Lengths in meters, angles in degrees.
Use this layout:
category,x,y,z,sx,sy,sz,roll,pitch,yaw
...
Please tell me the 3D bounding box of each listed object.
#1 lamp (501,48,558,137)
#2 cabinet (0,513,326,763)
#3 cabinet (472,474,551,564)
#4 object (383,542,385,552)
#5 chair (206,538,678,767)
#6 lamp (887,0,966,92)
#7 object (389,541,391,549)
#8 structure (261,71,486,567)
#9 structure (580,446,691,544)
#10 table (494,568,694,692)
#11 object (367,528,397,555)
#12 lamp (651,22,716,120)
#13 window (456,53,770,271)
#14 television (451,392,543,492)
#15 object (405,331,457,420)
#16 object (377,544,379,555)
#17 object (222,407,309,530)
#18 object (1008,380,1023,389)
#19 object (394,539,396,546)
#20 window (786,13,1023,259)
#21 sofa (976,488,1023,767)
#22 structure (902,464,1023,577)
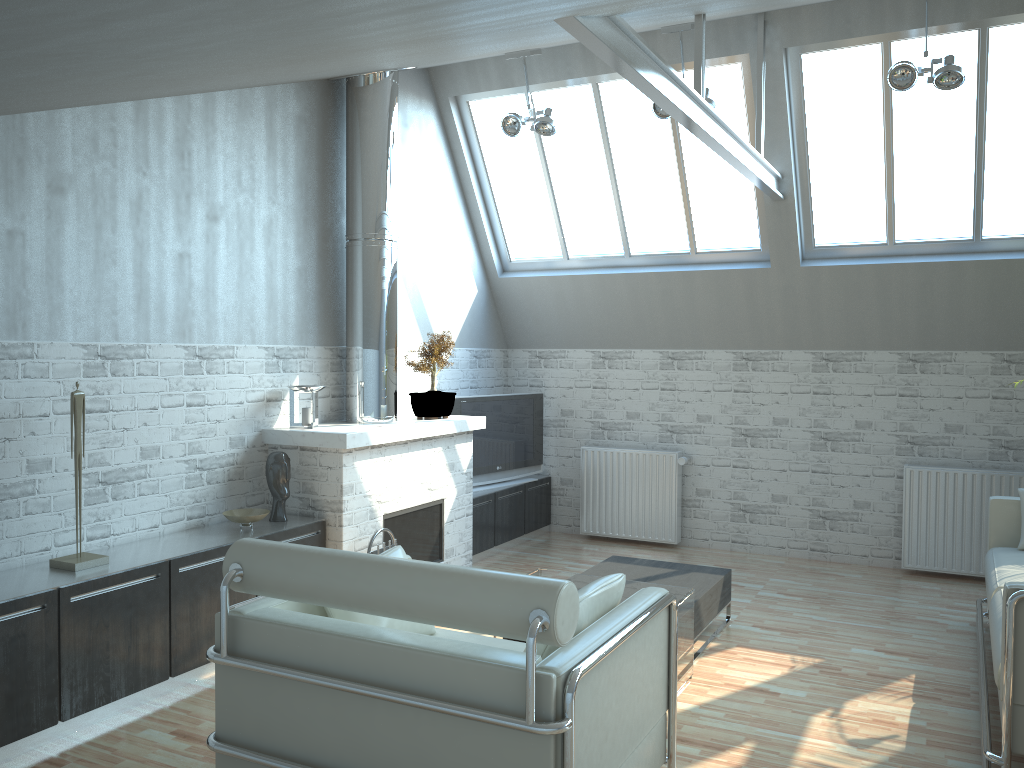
category,x,y,z,sx,sy,sz,roll,pitch,yaw
lamp,0.194,-4.062,12.321,0.808,1.172,0.619,2,2,31
cabinet,-3.611,2.260,8.521,0.914,1.270,4.572,1,2,27
cabinet,-0.431,2.196,14.779,0.908,1.016,3.234,1,2,27
object,-1.450,2.334,10.454,0.145,0.932,0.065,1,2,9
chair,-0.379,2.004,5.991,2.507,2.001,2.201,1,2,27
lamp,4.680,-3.951,10.033,0.808,1.172,0.618,2,2,31
object,-1.456,2.292,10.564,0.025,0.855,0.025,-1,3,-41
structure,-1.702,-0.791,11.786,1.309,7.180,3.302,1,2,27
structure,2.087,1.869,15.095,1.892,1.524,0.508,1,2,27
table,0.816,2.463,8.787,1.726,0.867,1.015,1,2,27
object,-1.552,2.276,10.561,0.412,1.124,0.584,1,2,27
lamp,2.163,-4.013,11.316,0.808,1.172,0.619,2,2,31
window,1.582,-3.307,13.867,4.651,2.787,1.897,1,2,27
television,-0.324,0.930,14.786,0.592,1.514,2.577,2,2,37
object,-1.179,-0.143,12.484,0.572,1.265,1.115,2,2,31
object,-1.511,2.330,10.324,0.146,0.916,0.131,1,2,27
object,-0.718,1.614,9.191,4.859,2.558,1.528,1,2,26
object,7.544,0.759,9.217,3.777,4.386,5.015,0,2,2
object,-1.404,2.298,10.666,0.155,0.873,0.026,1,2,28
window,6.106,-3.196,11.559,4.651,2.787,1.897,1,2,27
sofa,5.536,1.976,8.128,2.199,1.999,4.866,1,2,27
structure,6.661,1.982,12.762,1.892,1.524,0.508,1,2,27
